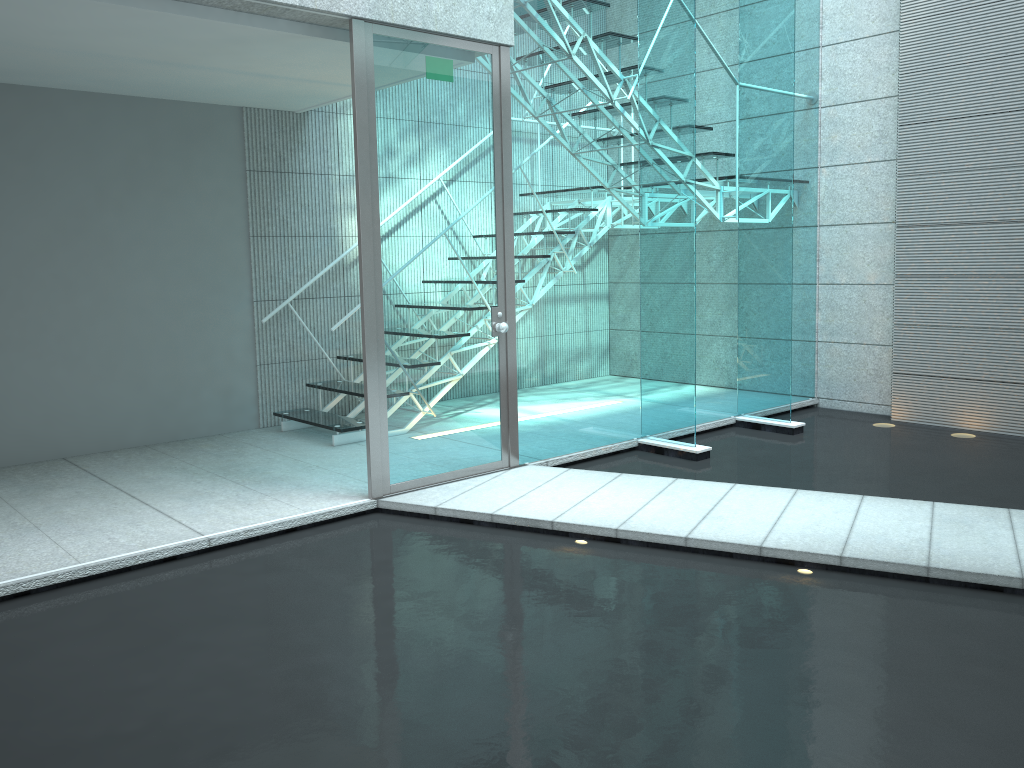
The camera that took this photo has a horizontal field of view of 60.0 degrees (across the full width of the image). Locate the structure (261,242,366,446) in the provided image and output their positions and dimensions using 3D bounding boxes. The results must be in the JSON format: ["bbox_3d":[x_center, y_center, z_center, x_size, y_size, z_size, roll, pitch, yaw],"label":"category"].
[{"bbox_3d":[0.226,-2.782,5.642,3.302,5.985,1.913,-7,9,-41],"label":"structure"}]

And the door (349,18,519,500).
[{"bbox_3d":[-0.306,-0.560,4.050,0.867,2.057,0.076,-7,8,-41],"label":"door"}]
